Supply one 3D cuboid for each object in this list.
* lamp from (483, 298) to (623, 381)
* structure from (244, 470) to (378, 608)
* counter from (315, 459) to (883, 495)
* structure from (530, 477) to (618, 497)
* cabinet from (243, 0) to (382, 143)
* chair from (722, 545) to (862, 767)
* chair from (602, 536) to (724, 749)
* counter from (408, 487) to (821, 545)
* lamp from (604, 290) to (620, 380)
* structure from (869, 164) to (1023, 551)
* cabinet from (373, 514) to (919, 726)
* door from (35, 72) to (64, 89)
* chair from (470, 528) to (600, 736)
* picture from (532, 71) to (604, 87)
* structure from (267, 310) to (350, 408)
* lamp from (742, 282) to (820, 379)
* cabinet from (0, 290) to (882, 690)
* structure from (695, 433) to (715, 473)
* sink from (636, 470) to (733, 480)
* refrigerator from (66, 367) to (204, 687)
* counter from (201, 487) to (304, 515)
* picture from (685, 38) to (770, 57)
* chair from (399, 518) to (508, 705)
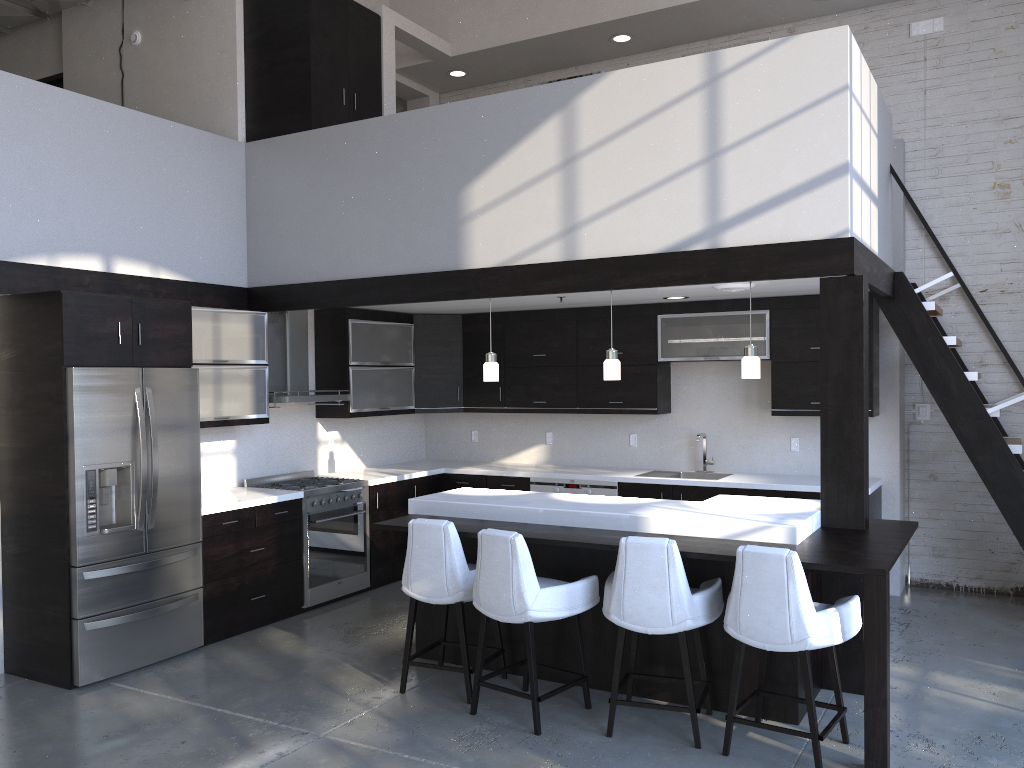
[{"bbox_3d":[0.360,-0.340,6.609,0.124,0.623,1.951,0,1,32],"label":"lamp"},{"bbox_3d":[-1.525,1.161,6.877,0.621,0.902,0.844,0,1,30],"label":"structure"},{"bbox_3d":[0.555,0.765,7.050,4.238,0.045,1.709,0,0,30],"label":"counter"},{"bbox_3d":[0.676,1.171,7.585,0.784,0.790,0.782,0,1,30],"label":"structure"},{"bbox_3d":[-1.543,-1.871,7.009,0.684,2.233,0.837,0,1,30],"label":"cabinet"},{"bbox_3d":[1.217,1.191,3.980,0.579,0.984,0.501,0,1,36],"label":"chair"},{"bbox_3d":[0.701,1.195,4.268,0.579,0.984,0.501,0,1,21],"label":"chair"},{"bbox_3d":[0.608,0.728,5.221,2.293,0.095,0.976,0,0,30],"label":"counter"},{"bbox_3d":[0.607,-0.335,5.405,0.100,0.623,0.100,0,1,36],"label":"lamp"},{"bbox_3d":[3.420,0.048,6.268,1.662,3.187,0.929,0,1,30],"label":"structure"},{"bbox_3d":[0.726,1.226,4.941,2.691,0.911,1.370,0,1,30],"label":"cabinet"},{"bbox_3d":[-4.142,-1.758,8.171,0.750,2.058,0.271,0,1,30],"label":"door"},{"bbox_3d":[0.080,1.201,4.467,0.579,0.984,0.501,0,1,41],"label":"chair"},{"bbox_3d":[0.533,-2.298,8.400,0.731,1.183,0.049,0,1,30],"label":"picture"},{"bbox_3d":[-1.674,-0.289,6.868,0.489,0.930,0.727,0,1,30],"label":"structure"},{"bbox_3d":[1.813,-0.351,5.782,0.124,0.623,1.948,0,1,30],"label":"lamp"},{"bbox_3d":[-0.074,0.526,5.950,4.231,2.315,4.274,0,1,30],"label":"cabinet"},{"bbox_3d":[1.557,0.567,7.254,0.149,0.328,0.224,0,1,30],"label":"structure"},{"bbox_3d":[1.383,0.814,7.122,0.677,0.168,0.474,0,1,30],"label":"sink"},{"bbox_3d":[-2.450,0.794,5.355,0.820,1.773,0.852,0,1,30],"label":"refrigerator"},{"bbox_3d":[-2.015,0.801,6.131,0.676,0.047,0.919,0,0,30],"label":"counter"},{"bbox_3d":[1.855,-2.309,7.648,0.731,1.183,0.049,0,1,30],"label":"picture"},{"bbox_3d":[-0.333,1.203,4.857,0.579,0.984,0.501,0,1,26],"label":"chair"}]
